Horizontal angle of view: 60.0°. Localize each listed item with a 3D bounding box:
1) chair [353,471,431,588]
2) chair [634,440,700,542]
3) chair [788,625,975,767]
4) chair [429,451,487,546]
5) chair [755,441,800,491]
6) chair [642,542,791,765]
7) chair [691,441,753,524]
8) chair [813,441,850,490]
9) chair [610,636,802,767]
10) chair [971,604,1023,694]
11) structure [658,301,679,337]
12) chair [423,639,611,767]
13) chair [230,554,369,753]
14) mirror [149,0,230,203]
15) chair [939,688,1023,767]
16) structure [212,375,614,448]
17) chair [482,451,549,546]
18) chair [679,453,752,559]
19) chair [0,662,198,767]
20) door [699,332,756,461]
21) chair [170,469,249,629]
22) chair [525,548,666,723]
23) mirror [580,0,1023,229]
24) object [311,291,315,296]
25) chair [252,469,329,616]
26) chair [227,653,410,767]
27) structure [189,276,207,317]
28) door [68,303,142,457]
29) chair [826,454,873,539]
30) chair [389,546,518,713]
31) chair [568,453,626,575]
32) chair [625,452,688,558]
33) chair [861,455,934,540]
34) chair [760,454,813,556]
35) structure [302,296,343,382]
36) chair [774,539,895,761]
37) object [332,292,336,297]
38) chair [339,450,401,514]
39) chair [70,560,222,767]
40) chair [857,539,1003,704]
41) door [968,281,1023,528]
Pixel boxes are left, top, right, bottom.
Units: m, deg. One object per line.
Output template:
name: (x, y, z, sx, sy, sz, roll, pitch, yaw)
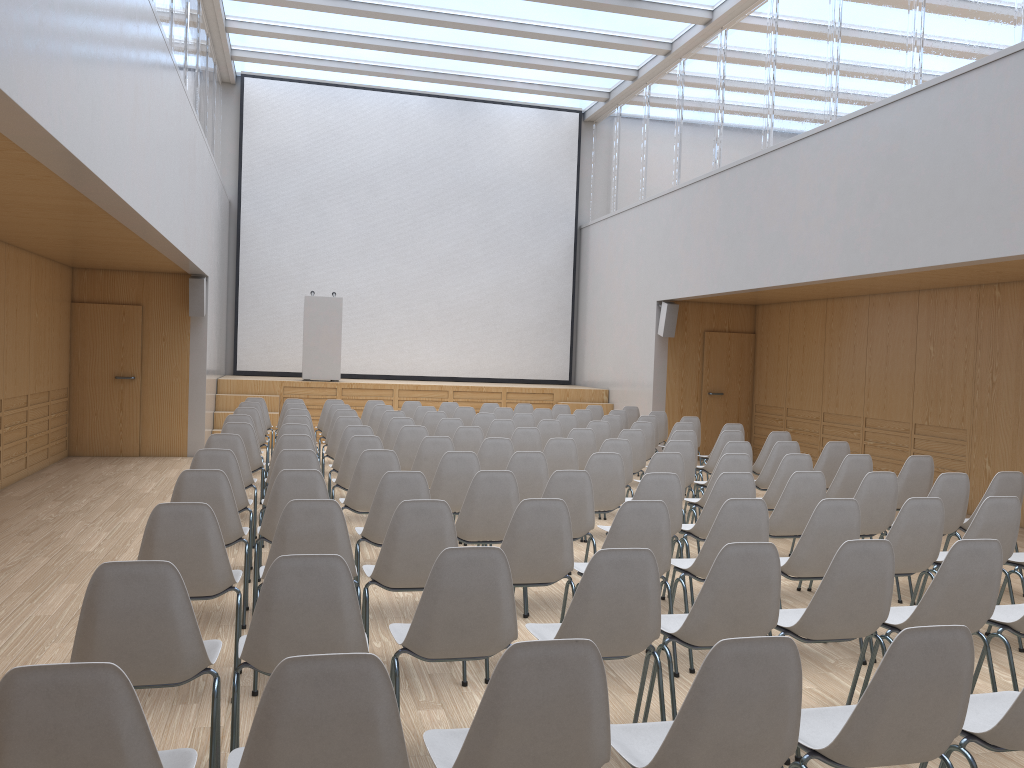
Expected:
chair: (-0.675, 0.910, 5.178, 0.479, 0.876, 0.505, 2, 2, -14)
chair: (1.348, 0.902, 7.754, 0.479, 0.876, 0.505, 2, 2, -14)
chair: (1.023, 1.055, 2.559, 0.479, 0.876, 0.505, 2, 2, -14)
chair: (-0.427, 0.884, 6.272, 0.479, 0.876, 0.505, 2, 2, -14)
chair: (2.344, 0.929, 8.049, 0.479, 0.876, 0.505, 2, 2, -14)
chair: (0.809, 1.015, 3.554, 0.479, 0.876, 0.505, 2, 2, -14)
chair: (1.864, 0.918, 7.843, 0.479, 0.876, 0.505, 2, 2, -14)
chair: (2.846, 0.942, 8.206, 0.479, 0.876, 0.505, 2, 2, -14)
chair: (0.515, 1.041, 2.410, 0.479, 0.876, 0.505, 2, 2, -14)
chair: (2.291, 1.059, 3.870, 0.479, 0.876, 0.505, 2, 2, -14)
structure: (2.376, -0.984, 13.534, 0.196, 0.542, 0.368, 2, 2, -14)
chair: (0.018, 1.025, 2.332, 0.479, 0.876, 0.505, 2, 2, -14)
chair: (-0.726, 0.974, 3.103, 0.479, 0.876, 0.505, 2, 2, -14)
mirror: (-2.909, -3.908, 7.045, 0.253, 2.090, 17.825, 2, 2, -14)
chair: (1.543, 1.069, 2.710, 0.479, 0.876, 0.505, 2, 2, -14)
structure: (-1.629, 0.499, 15.356, 6.552, 1.027, 2.728, 2, 2, -14)
chair: (0.042, 0.896, 6.433, 0.479, 0.876, 0.505, 2, 2, -14)
chair: (1.581, 0.941, 6.804, 0.479, 0.876, 0.505, 2, 2, -14)
chair: (-0.992, 0.997, 2.066, 0.479, 0.876, 0.505, 2, 2, -14)
door: (3.412, 0.206, 13.973, 0.873, 2.025, 0.108, 2, 2, -14)
chair: (-1.714, 0.879, 4.956, 0.479, 0.876, 0.505, 2, 2, -14)
chair: (0.318, 1.003, 3.369, 0.479, 0.876, 0.505, 2, 2, -14)
mirror: (3.671, -3.721, 8.718, 0.253, 2.090, 17.825, 2, 2, -14)
object: (-3.261, -1.384, 14.567, 0.166, 0.305, 0.252, 0, 3, -42)
chair: (-1.232, 0.892, 5.097, 0.479, 0.876, 0.505, 2, 2, -14)
chair: (-0.471, 1.012, 2.179, 0.479, 0.876, 0.505, 2, 2, -14)
structure: (-4.205, -1.171, 11.861, 0.196, 0.542, 0.368, 2, 2, -14)
door: (-5.391, -0.043, 11.735, 0.873, 2.025, 0.108, 2, 2, -14)
chair: (2.601, 0.968, 7.102, 0.479, 0.876, 0.505, 2, 2, -14)
chair: (-0.212, 0.986, 3.305, 0.479, 0.876, 0.505, 2, 2, -14)
chair: (0.592, 0.913, 6.531, 0.479, 0.876, 0.505, 2, 2, -14)
chair: (1.061, 0.924, 6.721, 0.479, 0.876, 0.505, 2, 2, -14)
chair: (3.112, 0.985, 7.172, 0.479, 0.876, 0.505, 2, 2, -14)
chair: (2.083, 0.954, 6.952, 0.479, 0.876, 0.505, 2, 2, -14)
structure: (-3.148, -0.740, 14.690, 0.605, 1.379, 0.605, 2, 2, -14)
chair: (1.299, 1.029, 3.689, 0.479, 0.876, 0.505, 2, 2, -14)
object: (-2.924, -1.374, 14.653, 0.166, 0.305, 0.252, 0, 3, -42)
chair: (-0.967, 0.867, 6.195, 0.479, 0.876, 0.505, 2, 2, -14)
chair: (-1.212, 0.961, 2.937, 0.479, 0.876, 0.505, 2, 2, -14)
chair: (1.775, 1.043, 3.781, 0.479, 0.876, 0.505, 2, 2, -14)
door: (5.347, 0.223, 8.265, 0.256, 2.492, 2.701, 2, 2, -14)
